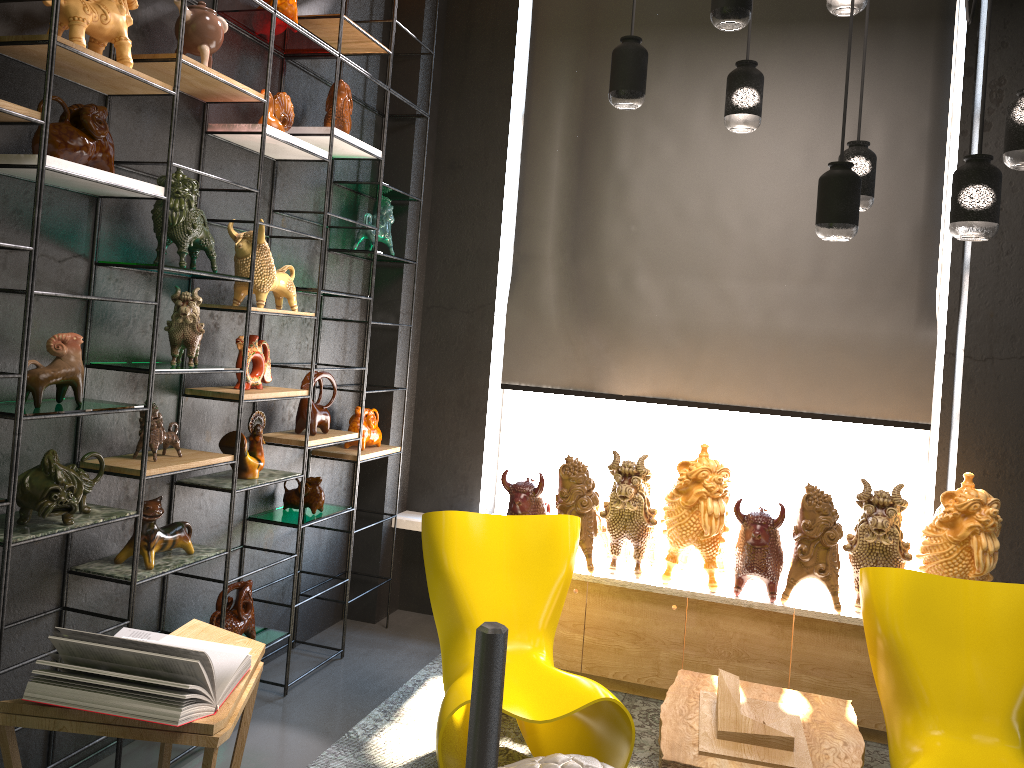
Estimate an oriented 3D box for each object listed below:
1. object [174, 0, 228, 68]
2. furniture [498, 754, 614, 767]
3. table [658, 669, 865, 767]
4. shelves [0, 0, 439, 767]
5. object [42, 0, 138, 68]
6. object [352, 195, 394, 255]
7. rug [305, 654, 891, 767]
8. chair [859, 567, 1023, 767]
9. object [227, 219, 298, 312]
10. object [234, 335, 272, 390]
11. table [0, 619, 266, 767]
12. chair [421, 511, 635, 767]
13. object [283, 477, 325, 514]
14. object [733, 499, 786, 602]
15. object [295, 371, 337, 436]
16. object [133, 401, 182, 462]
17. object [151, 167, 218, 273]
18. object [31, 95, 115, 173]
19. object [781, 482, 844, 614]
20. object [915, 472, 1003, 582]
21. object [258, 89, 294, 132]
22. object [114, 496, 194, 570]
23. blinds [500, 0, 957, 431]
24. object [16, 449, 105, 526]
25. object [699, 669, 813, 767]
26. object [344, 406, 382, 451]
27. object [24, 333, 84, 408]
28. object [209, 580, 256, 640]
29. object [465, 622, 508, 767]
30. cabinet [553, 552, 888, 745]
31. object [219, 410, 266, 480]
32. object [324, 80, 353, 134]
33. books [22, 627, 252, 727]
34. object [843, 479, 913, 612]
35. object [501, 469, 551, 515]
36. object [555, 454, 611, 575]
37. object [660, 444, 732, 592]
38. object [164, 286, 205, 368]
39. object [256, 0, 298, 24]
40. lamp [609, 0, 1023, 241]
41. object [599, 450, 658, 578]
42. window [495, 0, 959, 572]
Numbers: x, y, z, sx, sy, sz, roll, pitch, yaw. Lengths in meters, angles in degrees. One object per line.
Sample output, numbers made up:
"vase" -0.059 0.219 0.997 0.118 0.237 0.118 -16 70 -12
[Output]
"object" -1.099 -1.210 3.104 0.164 0.267 0.237 4 1 -11
"furniture" 0.140 1.281 2.399 0.680 0.383 0.678 5 2 17
"table" 0.852 1.344 3.079 0.695 0.309 0.828 5 3 17
"shelves" -1.079 -0.631 3.345 0.275 3.911 2.988 4 0 17
"object" -1.255 -1.132 2.639 0.170 0.363 0.375 4 1 12
"object" -0.695 -0.826 4.535 0.152 0.332 0.289 4 1 10
"rug" 1.037 1.524 2.792 3.602 0.010 2.188 5 3 17
"chair" 1.501 1.111 2.889 0.659 0.897 1.068 5 1 12
"object" -0.994 -0.472 3.570 0.175 0.352 0.368 4 1 22
"object" -1.045 -0.087 3.587 0.060 0.223 0.267 4 1 18
"table" -0.927 1.083 2.385 0.497 0.619 0.732 5 1 18
"chair" -0.017 0.966 3.378 0.657 0.897 1.071 4 1 -13
"object" -0.954 0.499 4.046 0.211 0.169 0.105 5 0 17
"object" 1.121 0.719 3.979 0.220 0.441 0.462 4 1 22
"object" -0.903 0.084 4.039 0.114 0.290 0.249 4 1 17
"object" -1.222 0.159 3.078 0.096 0.210 0.183 4 1 20
"object" -1.143 -0.574 3.085 0.167 0.356 0.255 4 0 22
"object" -1.289 -0.737 2.607 0.139 0.222 0.277 4 1 17
"object" 1.372 0.700 3.951 0.250 0.546 0.474 4 0 25
"object" 1.878 0.687 3.749 0.308 0.655 0.468 4 0 22
"object" -0.954 -1.099 3.610 0.107 0.210 0.233 4 1 34
"object" -1.207 0.495 3.087 0.156 0.236 0.309 5 1 21
"blinds" -1.597 -1.023 4.948 12.751 3.311 3.514 7 2 38
"object" -1.349 0.292 2.610 0.191 0.221 0.404 4 2 -13
"object" 0.827 1.121 3.038 0.351 0.136 0.520 5 3 12
"object" -0.754 0.220 4.550 0.139 0.222 0.277 4 1 18
"object" -1.343 -0.042 2.591 0.119 0.220 0.212 4 1 1
"object" -1.114 0.926 3.502 0.126 0.250 0.253 4 1 17
"object" -0.065 0.445 0.418 0.240 0.602 0.239 4 -1 44
"cabinet" 1.247 1.216 3.964 2.734 0.530 0.403 5 1 17
"object" -1.062 0.241 3.554 0.123 0.271 0.227 4 0 17
"object" -0.797 -1.245 4.066 0.126 0.250 0.254 5 1 -13
"books" -0.960 0.736 2.344 0.400 0.233 0.482 5 2 4
"object" 1.574 0.694 3.856 0.272 0.580 0.429 4 0 10
"object" 0.102 0.622 4.301 0.220 0.441 0.462 4 1 22
"object" 0.353 0.603 4.273 0.250 0.546 0.474 4 0 25
"object" 0.858 0.591 4.071 0.308 0.655 0.468 4 0 22
"object" -1.146 -0.199 3.089 0.131 0.280 0.208 5 0 -25
"object" -0.974 -1.547 3.630 0.138 0.222 0.278 4 1 -42
"lamp" 0.833 -1.534 1.666 2.669 2.274 2.852 4 2 -29
"object" 0.555 0.597 4.178 0.272 0.580 0.429 4 0 10
"window" 1.113 -0.712 4.883 2.312 3.170 0.051 5 -1 17
